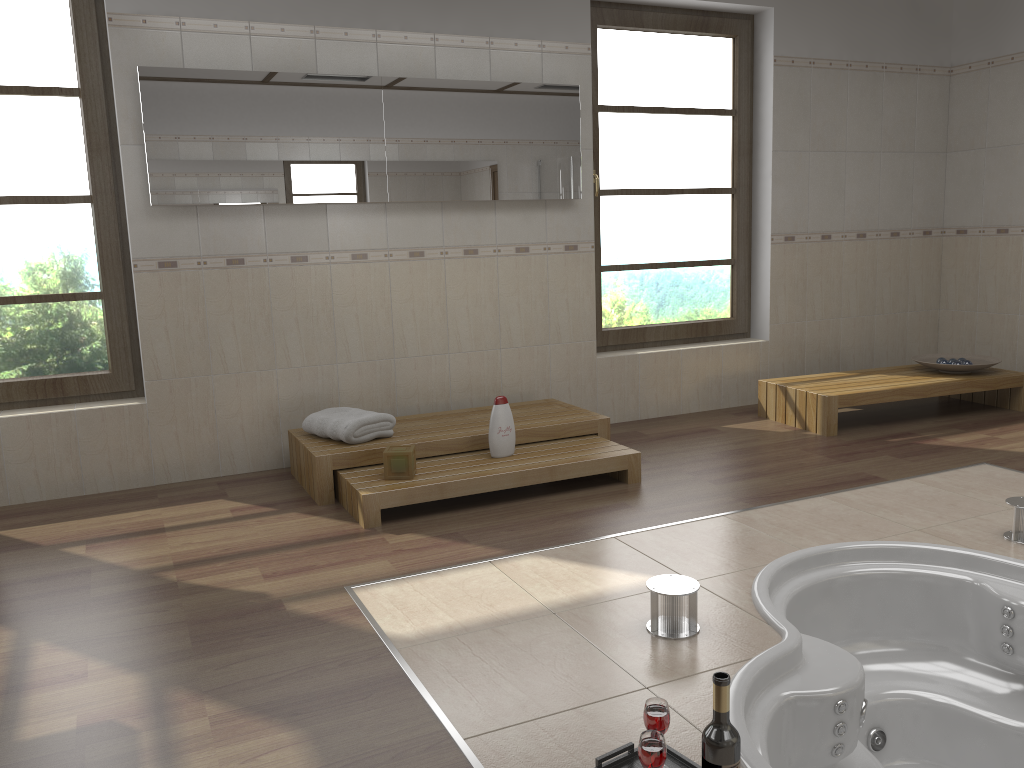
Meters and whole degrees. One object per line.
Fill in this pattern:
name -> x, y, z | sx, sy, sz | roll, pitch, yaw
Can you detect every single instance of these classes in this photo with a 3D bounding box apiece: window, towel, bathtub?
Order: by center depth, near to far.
bathtub -> 1.462, 1.035, 2.207 | 1.751, 0.674, 1.754 | 2, 10, 20
window -> -2.359, -0.865, 3.893 | 1.124, 1.934, 0.117 | -6, 10, -24
towel -> -0.767, 0.184, 4.130 | 0.280, 0.119, 0.399 | -11, 13, -44
window -> 0.961, -1.227, 5.375 | 1.188, 1.934, 0.117 | -6, 10, -24

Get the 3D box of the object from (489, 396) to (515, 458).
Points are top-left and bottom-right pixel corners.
object -> -0.046, 0.190, 3.963 | 0.134, 0.276, 0.063 | -8, 11, -31

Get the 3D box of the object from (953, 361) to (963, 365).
object -> 2.644, -0.107, 5.258 | 0.060, 0.060, 0.060 | -6, 10, -25

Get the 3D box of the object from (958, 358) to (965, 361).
object -> 2.737, -0.131, 5.393 | 0.060, 0.060, 0.060 | -6, 10, -25

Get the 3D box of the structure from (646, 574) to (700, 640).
structure -> 0.456, 0.630, 2.514 | 0.150, 0.131, 0.150 | -5, 10, -19

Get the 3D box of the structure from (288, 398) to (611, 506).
structure -> -0.302, 0.302, 4.356 | 1.450, 0.220, 0.620 | -6, 10, -24

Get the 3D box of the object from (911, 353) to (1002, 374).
object -> 2.670, -0.114, 5.339 | 0.487, 0.076, 0.487 | 2, 10, 22

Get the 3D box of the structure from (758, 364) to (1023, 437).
structure -> 2.255, 0.066, 5.242 | 1.450, 0.220, 0.620 | -5, 10, -19

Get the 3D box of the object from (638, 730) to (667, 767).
object -> 0.271, 0.750, 1.710 | 0.055, 0.153, 0.055 | -8, 11, -31

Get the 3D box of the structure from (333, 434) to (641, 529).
structure -> -0.129, 0.396, 4.005 | 1.280, 0.140, 0.620 | -6, 10, -24

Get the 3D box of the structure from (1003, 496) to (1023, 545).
structure -> 1.819, 0.481, 3.122 | 0.150, 0.131, 0.150 | 4, 11, 31

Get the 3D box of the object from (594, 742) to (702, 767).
object -> 0.328, 0.815, 1.712 | 0.250, 0.040, 0.400 | -8, 11, -34

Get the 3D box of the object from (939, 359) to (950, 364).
object -> 2.605, -0.120, 5.346 | 0.060, 0.060, 0.060 | -6, 10, -25

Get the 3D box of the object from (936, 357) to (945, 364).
object -> 2.619, -0.133, 5.406 | 0.060, 0.060, 0.060 | -6, 10, -25

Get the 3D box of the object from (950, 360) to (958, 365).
object -> 2.659, -0.115, 5.317 | 0.060, 0.060, 0.060 | -6, 10, -25

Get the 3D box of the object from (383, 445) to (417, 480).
object -> -0.467, 0.327, 3.699 | 0.120, 0.120, 0.120 | -2, 10, 1

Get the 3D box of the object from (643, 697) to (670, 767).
object -> 0.299, 0.729, 1.829 | 0.055, 0.153, 0.055 | -8, 11, -31

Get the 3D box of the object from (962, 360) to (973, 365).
object -> 2.706, -0.113, 5.273 | 0.060, 0.060, 0.060 | -6, 10, -25

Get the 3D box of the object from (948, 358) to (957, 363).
object -> 2.676, -0.126, 5.380 | 0.060, 0.060, 0.060 | -6, 10, -25

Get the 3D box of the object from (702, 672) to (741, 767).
object -> 0.386, 0.680, 1.636 | 0.070, 0.307, 0.070 | 4, 11, 32

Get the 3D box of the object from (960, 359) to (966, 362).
object -> 2.718, -0.120, 5.334 | 0.060, 0.060, 0.060 | -6, 10, -25

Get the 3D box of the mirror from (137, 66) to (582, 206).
mirror -> -0.627, -1.202, 4.367 | 2.200, 0.600, 0.005 | -6, 10, -24
